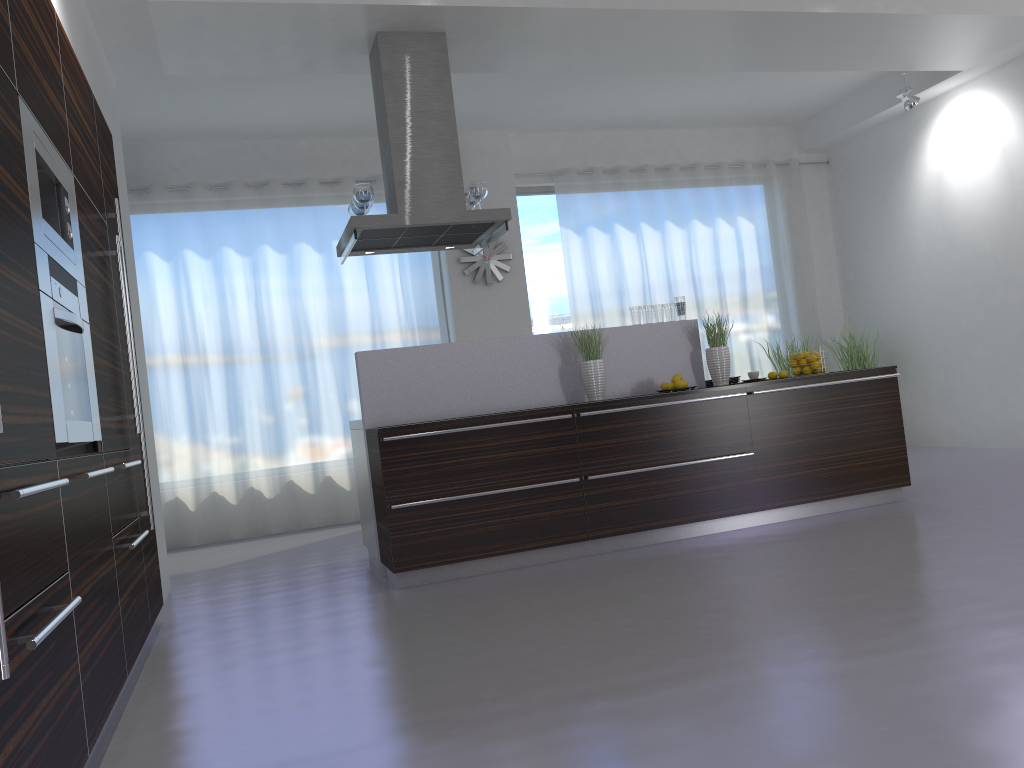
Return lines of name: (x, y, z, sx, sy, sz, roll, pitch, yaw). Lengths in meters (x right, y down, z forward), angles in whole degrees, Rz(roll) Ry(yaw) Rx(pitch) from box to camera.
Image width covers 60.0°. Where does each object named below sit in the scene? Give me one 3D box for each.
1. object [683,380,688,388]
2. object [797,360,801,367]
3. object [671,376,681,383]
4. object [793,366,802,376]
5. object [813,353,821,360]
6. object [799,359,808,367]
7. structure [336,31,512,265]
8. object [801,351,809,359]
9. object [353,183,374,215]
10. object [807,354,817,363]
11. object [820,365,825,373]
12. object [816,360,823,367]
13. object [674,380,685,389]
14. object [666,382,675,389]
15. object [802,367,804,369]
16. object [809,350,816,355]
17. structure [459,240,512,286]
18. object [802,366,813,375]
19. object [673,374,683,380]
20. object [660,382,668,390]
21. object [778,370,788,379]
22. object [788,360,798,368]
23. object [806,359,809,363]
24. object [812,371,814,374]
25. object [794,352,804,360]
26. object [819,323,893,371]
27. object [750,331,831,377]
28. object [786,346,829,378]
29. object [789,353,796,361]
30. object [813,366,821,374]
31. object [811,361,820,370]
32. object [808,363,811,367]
object: (1.050, 0.004, 5.430, 0.061, 0.054, 0.052, -6, -2, -40)
object: (1.841, -0.135, 5.664, 0.064, 0.053, 0.051, -6, -1, -14)
object: (1.004, -0.025, 5.422, 0.061, 0.047, 0.053, -6, -1, -14)
object: (1.810, -0.083, 5.627, 0.060, 0.057, 0.052, -6, -1, -15)
object: (1.931, -0.176, 5.622, 0.051, 0.053, 0.063, -7, -1, -4)
object: (1.842, -0.133, 5.608, 0.062, 0.053, 0.052, -6, -2, -45)
structure: (-0.664, -1.493, 5.779, 0.981, 1.231, 0.915, -6, -1, -17)
object: (1.865, -0.183, 5.650, 0.051, 0.053, 0.063, -6, -1, -15)
object: (-0.895, -1.096, 5.379, 0.125, 0.221, 0.125, -7, -1, 8)
object: (1.887, -0.160, 5.585, 0.061, 0.052, 0.053, -7, -1, -4)
object: (1.978, -0.095, 5.660, 0.053, 0.052, 0.062, -7, -1, 23)
object: (1.938, -0.127, 5.615, 0.061, 0.055, 0.051, -6, -1, -38)
object: (1.016, 0.006, 5.375, 0.070, 0.058, 0.060, -6, -1, -18)
object: (0.968, 0.017, 5.409, 0.063, 0.051, 0.053, -6, -1, -13)
object: (1.871, -0.090, 5.641, 0.057, 0.060, 0.052, -7, -1, -11)
object: (1.930, -0.188, 5.689, 0.050, 0.060, 0.059, -6, -1, -17)
structure: (-0.242, -1.176, 8.303, 0.505, 0.505, 0.076, -6, -1, -17)
object: (1.865, -0.084, 5.599, 0.064, 0.063, 0.074, -7, -1, 4)
object: (1.022, -0.037, 5.471, 0.063, 0.048, 0.053, -8, -1, 39)
object: (0.944, 0.017, 5.460, 0.061, 0.054, 0.052, -7, -1, 30)
object: (1.698, -0.059, 5.558, 0.063, 0.051, 0.053, -6, -1, -13)
object: (1.789, -0.127, 5.640, 0.063, 0.051, 0.053, -8, -2, 42)
object: (1.896, -0.154, 5.683, 0.055, 0.051, 0.061, -6, -1, -22)
object: (1.921, -0.086, 5.674, 0.050, 0.055, 0.061, -7, -1, 29)
object: (1.817, -0.175, 5.615, 0.063, 0.051, 0.053, -7, -1, 31)
object: (3.470, 0.014, 8.934, 0.656, 1.334, 0.713, -6, -1, -32)
object: (2.851, 0.083, 8.712, 0.713, 1.334, 0.656, -6, -1, -17)
object: (1.880, -0.142, 5.652, 0.207, 0.174, 0.189, -8, -1, 38)
object: (1.800, -0.168, 5.665, 0.052, 0.060, 0.057, -6, -1, -29)
object: (1.922, -0.089, 5.593, 0.051, 0.053, 0.063, -7, -1, -9)
object: (1.899, -0.116, 5.558, 0.061, 0.054, 0.052, -6, -2, -40)
object: (1.909, -0.127, 5.627, 0.051, 0.053, 0.062, -7, -1, -9)
